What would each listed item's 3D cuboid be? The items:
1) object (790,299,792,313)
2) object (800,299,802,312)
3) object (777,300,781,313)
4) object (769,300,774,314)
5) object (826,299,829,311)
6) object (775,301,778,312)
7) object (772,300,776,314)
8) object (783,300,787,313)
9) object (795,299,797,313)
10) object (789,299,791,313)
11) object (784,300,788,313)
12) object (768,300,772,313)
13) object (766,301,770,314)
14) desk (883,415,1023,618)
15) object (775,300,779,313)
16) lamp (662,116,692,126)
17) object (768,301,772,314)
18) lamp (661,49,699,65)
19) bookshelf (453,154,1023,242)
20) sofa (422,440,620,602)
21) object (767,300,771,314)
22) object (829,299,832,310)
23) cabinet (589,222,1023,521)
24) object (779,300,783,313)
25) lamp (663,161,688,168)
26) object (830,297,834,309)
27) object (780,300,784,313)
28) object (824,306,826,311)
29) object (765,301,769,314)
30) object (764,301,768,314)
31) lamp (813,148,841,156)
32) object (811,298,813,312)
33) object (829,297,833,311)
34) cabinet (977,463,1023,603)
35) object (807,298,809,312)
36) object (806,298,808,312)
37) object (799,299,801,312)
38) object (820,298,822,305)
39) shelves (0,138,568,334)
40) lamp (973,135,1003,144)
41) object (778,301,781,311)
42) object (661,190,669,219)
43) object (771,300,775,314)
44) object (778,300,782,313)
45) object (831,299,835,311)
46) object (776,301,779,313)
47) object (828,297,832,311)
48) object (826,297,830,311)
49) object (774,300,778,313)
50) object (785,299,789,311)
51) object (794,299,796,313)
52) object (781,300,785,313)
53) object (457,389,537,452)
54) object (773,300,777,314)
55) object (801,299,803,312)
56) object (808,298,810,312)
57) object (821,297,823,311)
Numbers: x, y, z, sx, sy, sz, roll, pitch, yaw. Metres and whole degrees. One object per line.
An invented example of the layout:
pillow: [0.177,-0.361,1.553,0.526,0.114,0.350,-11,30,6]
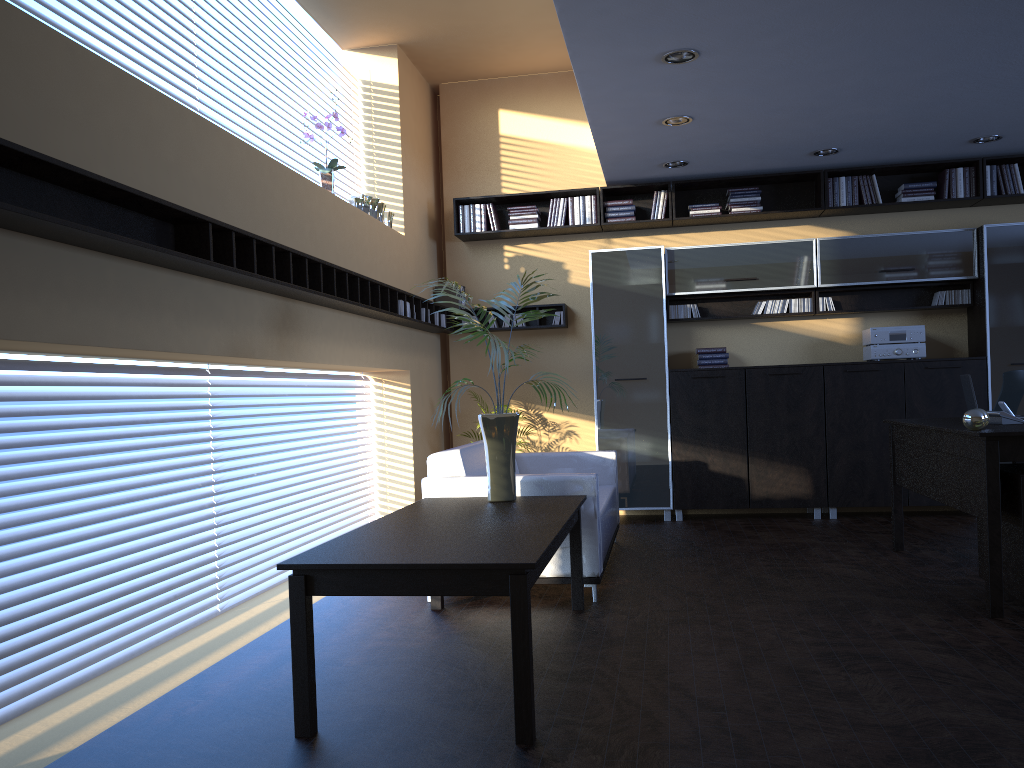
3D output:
object: [2.461,-0.684,7.841,0.009,0.120,0.142,-2,0,10]
object: [2.542,-0.687,7.836,0.009,0.120,0.142,-2,0,10]
object: [2.355,-0.680,7.857,0.040,0.118,0.142,-2,0,10]
object: [2.296,-0.677,7.869,0.040,0.118,0.142,-2,0,10]
object: [2.759,-0.695,7.794,0.026,0.117,0.140,-2,0,10]
object: [2.336,-0.679,7.861,0.036,0.116,0.140,-2,0,10]
object: [2.316,-0.678,7.869,0.040,0.118,0.142,-2,0,10]
object: [2.406,-0.682,7.854,0.040,0.118,0.142,-2,0,10]
object: [2.500,-0.686,7.832,0.009,0.120,0.142,-2,0,10]
object: [2.451,-0.684,7.844,0.009,0.120,0.142,-2,0,10]
object: [2.416,-0.682,7.849,0.036,0.116,0.140,-2,0,10]
object: [2.287,-0.677,7.877,0.040,0.118,0.142,-2,0,10]
object: [2.267,-0.676,7.879,0.036,0.116,0.140,-2,0,10]
desk: [2.850,0.665,5.078,0.914,0.891,1.894,-2,0,10]
object: [2.346,-0.679,7.865,0.040,0.118,0.142,-2,0,10]
lamp: [1.150,-1.878,6.180,0.209,0.096,0.208,-2,0,-8]
object: [2.287,-0.677,7.875,0.036,0.116,0.140,-2,0,10]
lamp: [0.944,-1.886,4.992,0.209,0.096,0.208,-2,-1,-20]
bookshelf: [2.020,-1.627,7.843,5.125,0.340,0.361,-2,0,10]
sofa: [0.148,0.797,5.916,1.014,0.848,2.056,-2,-1,10]
object: [2.277,-0.676,7.874,0.036,0.116,0.140,-2,0,10]
object: [2.789,-0.697,7.790,0.030,0.120,0.142,-2,0,10]
cabinet: [2.667,-0.050,7.697,3.876,2.400,0.490,-2,1,10]
object: [2.377,-0.680,7.864,0.040,0.118,0.142,-2,0,10]
lamp: [1.356,-1.870,7.369,0.209,0.096,0.208,-2,-1,28]
object: [2.804,-0.696,7.787,0.040,0.118,0.142,-2,0,10]
object: [2.385,-0.681,7.855,0.040,0.118,0.142,-2,0,10]
object: [2.738,-0.695,7.796,0.009,0.120,0.142,-2,0,10]
object: [2.256,-0.676,7.877,0.040,0.118,0.142,-2,0,10]
object: [2.247,-0.675,7.879,0.040,0.118,0.142,-2,0,10]
lamp: [2.544,-1.917,7.162,0.209,0.096,0.208,-2,0,4]
object: [2.630,-0.691,7.811,0.009,0.120,0.142,-2,0,9]
object: [2.789,-0.697,7.787,0.026,0.117,0.140,-2,0,10]
cabinet: [2.739,0.766,4.498,0.500,0.680,0.634,-2,0,10]
object: [2.600,-0.689,7.817,0.009,0.120,0.142,-2,0,10]
object: [2.590,-0.689,7.818,0.009,0.120,0.142,-2,0,10]
object: [2.530,-0.687,7.827,0.009,0.120,0.142,-2,0,10]
object: [2.708,-0.694,7.800,0.009,0.120,0.142,-2,0,10]
shelves: [-0.659,-0.627,5.151,1.249,0.213,6.621,-2,-1,10]
lamp: [3.731,-1.965,6.956,0.209,0.096,0.208,-2,0,4]
object: [2.366,-0.680,7.862,0.040,0.118,0.142,-2,0,10]
object: [1.369,-1.582,7.939,0.075,0.260,0.207,-2,0,10]
object: [2.307,-0.678,7.872,0.036,0.116,0.140,-2,0,10]
object: [2.366,-0.680,7.857,0.036,0.116,0.140,-2,0,10]
object: [2.804,-0.696,7.785,0.036,0.116,0.140,-2,0,10]
object: [2.346,-0.679,7.863,0.036,0.116,0.140,-2,0,10]
object: [2.778,-0.696,7.788,0.030,0.120,0.142,-2,0,10]
object: [2.768,-0.696,7.789,0.030,0.120,0.142,-2,0,10]
object: [2.336,-0.679,7.867,0.040,0.118,0.142,-2,0,10]
object: [2.425,-0.682,7.849,0.040,0.118,0.142,-2,0,10]
object: [2.491,-0.685,7.837,0.006,0.118,0.140,-2,0,10]
object: [2.396,-0.681,7.857,0.040,0.118,0.142,-2,0,10]
object: [-0.105,0.646,7.955,0.689,1.241,0.840,-2,0,43]
object: [2.327,-0.678,7.870,0.040,0.118,0.142,-2,0,10]
object: [2.550,-0.687,7.825,0.009,0.120,0.142,-2,0,10]
object: [2.611,-0.690,7.820,0.009,0.120,0.142,-2,0,10]
object: [2.717,-0.694,7.794,0.009,0.120,0.142,-2,0,10]
